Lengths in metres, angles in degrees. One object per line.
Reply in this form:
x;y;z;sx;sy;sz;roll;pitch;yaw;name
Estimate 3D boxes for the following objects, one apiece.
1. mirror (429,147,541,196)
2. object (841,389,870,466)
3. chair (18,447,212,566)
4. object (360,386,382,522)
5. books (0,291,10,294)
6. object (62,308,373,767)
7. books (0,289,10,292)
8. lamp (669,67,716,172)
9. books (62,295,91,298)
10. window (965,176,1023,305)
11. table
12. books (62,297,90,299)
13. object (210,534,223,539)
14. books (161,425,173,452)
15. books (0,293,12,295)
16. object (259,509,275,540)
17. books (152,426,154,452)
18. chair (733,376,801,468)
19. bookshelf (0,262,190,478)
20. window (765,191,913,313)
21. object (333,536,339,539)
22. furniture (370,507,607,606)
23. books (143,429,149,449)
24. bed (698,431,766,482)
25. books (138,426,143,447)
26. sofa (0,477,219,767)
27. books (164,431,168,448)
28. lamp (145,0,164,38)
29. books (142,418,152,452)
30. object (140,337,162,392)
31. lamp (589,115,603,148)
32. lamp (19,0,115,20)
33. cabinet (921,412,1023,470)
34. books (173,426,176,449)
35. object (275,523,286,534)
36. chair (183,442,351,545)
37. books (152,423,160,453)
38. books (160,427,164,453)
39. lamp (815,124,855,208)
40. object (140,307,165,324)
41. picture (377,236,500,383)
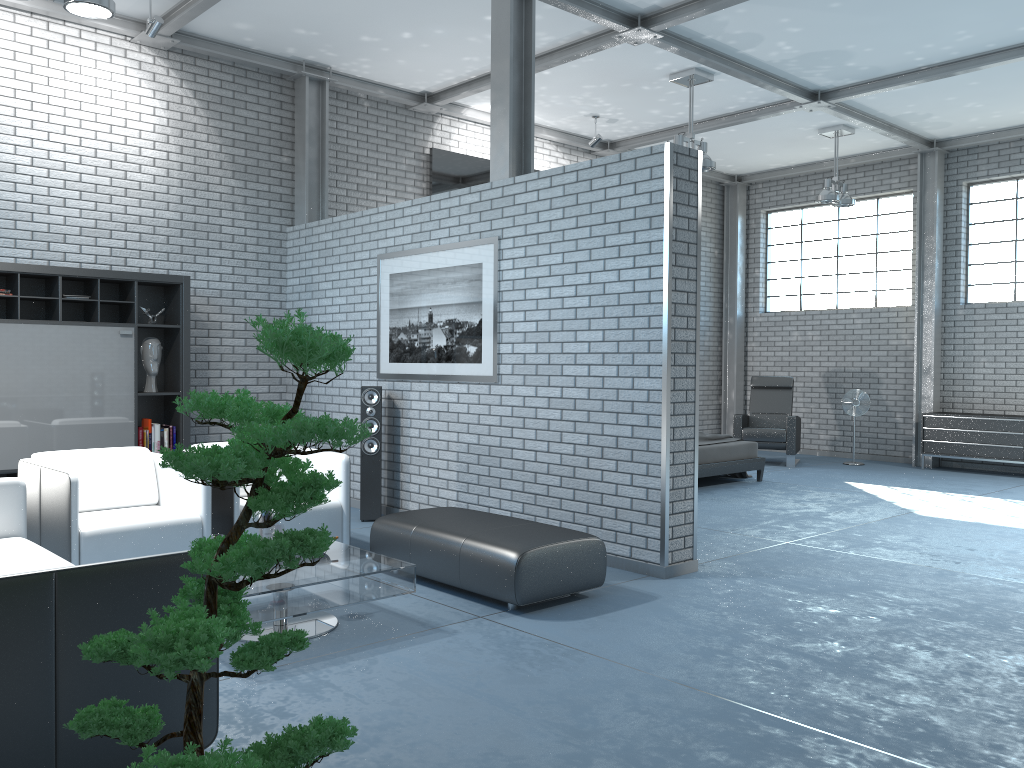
0.391;-0.753;10.522;3.400;3.500;0.050;-1;2;-42;mirror
4.314;0.538;11.177;0.342;0.954;0.258;1;1;13;object
-2.275;0.722;5.051;0.767;0.661;0.919;-1;2;-44;chair
-1.104;0.542;6.956;0.159;1.045;0.254;0;1;-7;object
-3.713;-0.656;6.346;0.190;0.015;0.135;-1;2;-38;books
-0.584;0.503;1.843;0.586;1.362;1.032;1;1;7;object
-3.721;-0.671;6.342;0.135;0.015;0.190;1;1;27;books
1.707;-2.512;8.456;0.639;0.872;0.300;-1;2;-42;lamp
-3.309;-0.661;6.729;0.190;0.015;0.135;0;1;-31;books
6.382;-1.697;10.162;0.100;1.500;2.200;-1;2;-42;window
-1.079;0.978;4.133;0.900;0.300;0.900;-1;2;-42;table
-3.303;-0.646;6.720;0.190;0.015;0.135;0;1;-21;books
-1.380;0.766;4.142;0.089;0.120;0.089;1;1;13;object
-2.801;0.471;7.199;0.038;0.270;0.155;-1;2;-42;books
-3.705;-0.641;6.351;0.135;0.015;0.190;2;2;42;books
-1.154;0.669;4.173;0.079;0.316;0.079;0;1;-9;object
-2.904;0.472;7.107;0.020;0.270;0.153;-1;2;-42;books
3.276;0.454;11.326;0.763;1.099;0.940;1;1;23;chair
-3.446;0.092;6.674;1.930;1.920;0.419;-1;2;-42;bookshelf
4.499;-1.758;12.233;0.100;1.500;2.200;-1;2;-42;window
-0.914;0.786;4.377;0.024;0.052;0.128;2;2;41;object
-0.165;0.916;4.971;0.685;0.301;1.291;-1;2;-42;furniture
-2.938;0.485;7.064;0.038;0.244;0.171;-1;2;-42;books
1.292;0.698;9.680;2.290;0.674;2.261;-1;2;-42;bed
-2.975;0.473;7.040;0.049;0.270;0.155;-1;2;-42;books
-1.986;0.765;3.239;0.919;0.661;2.238;-1;2;-42;sofa
-2.824;0.492;7.178;0.026;0.229;0.155;-1;2;-42;books
-2.703;-2.777;6.639;0.167;0.332;0.137;1;2;38;lamp
-2.920;0.443;7.090;0.026;0.329;0.155;-1;2;-42;books
-2.905;-0.154;7.144;0.156;0.443;0.156;0;1;1;object
0.923;-2.821;9.935;0.167;0.332;0.137;1;2;38;lamp
-2.438;-2.461;4.690;0.639;0.872;0.300;-1;2;-42;lamp
5.875;0.712;10.027;0.510;0.682;2.250;-1;2;-42;cabinet
-2.776;0.474;7.221;0.027;0.263;0.155;-1;2;-42;books
-1.175;0.761;4.447;0.089;0.120;0.089;1;1;13;object
-1.586;0.715;5.626;0.767;0.661;0.919;-1;2;-40;chair
-2.875;0.463;7.125;0.046;0.288;0.164;-1;2;-42;books
-2.851;0.478;7.161;0.038;0.256;0.144;-1;2;-42;books
3.779;-2.537;10.339;0.639;0.872;0.300;-1;2;-42;lamp
-2.891;-0.548;7.142;0.072;0.147;0.322;1;1;19;object
-0.594;-0.530;6.688;0.020;1.015;1.490;-1;2;-42;picture
